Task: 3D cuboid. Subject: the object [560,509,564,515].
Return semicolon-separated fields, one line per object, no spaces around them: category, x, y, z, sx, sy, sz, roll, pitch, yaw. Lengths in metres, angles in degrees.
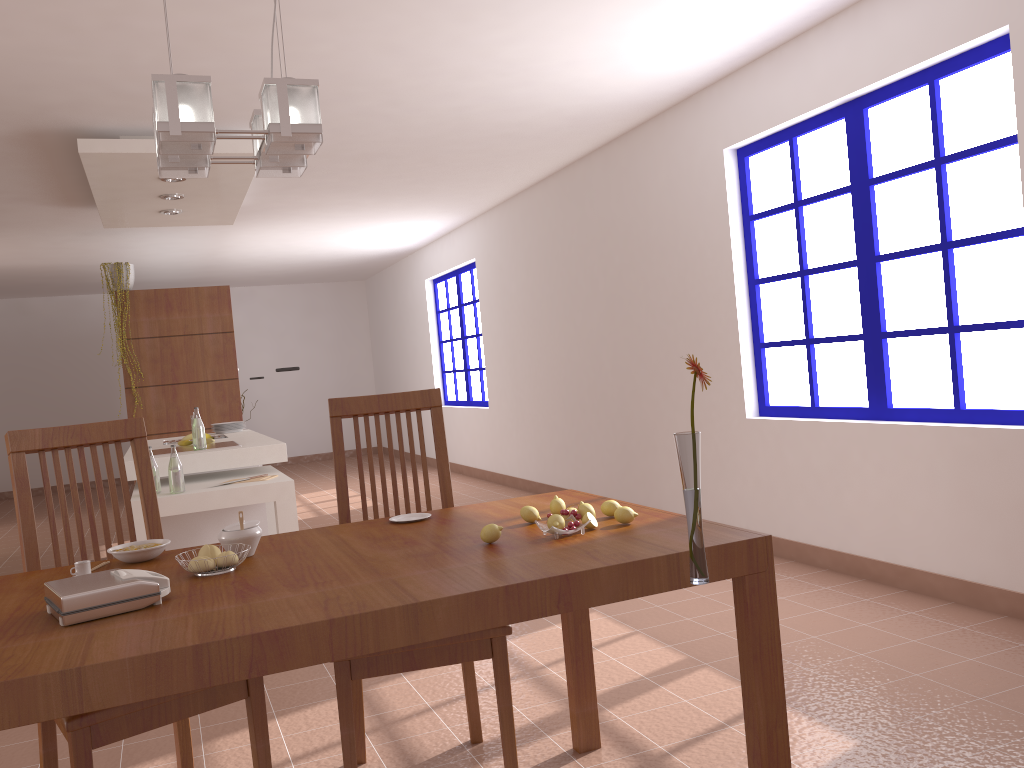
object;0.115;0.289;1.994;0.014;0.014;0.013;-4;2;36

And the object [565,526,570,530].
object;0.118;0.310;1.892;0.014;0.013;0.014;-5;1;3

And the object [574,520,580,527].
object;0.139;0.300;1.907;0.014;0.014;0.012;-5;1;-9

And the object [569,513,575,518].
object;0.134;0.293;1.976;0.012;0.014;0.014;-6;2;-41

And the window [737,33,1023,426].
window;1.591;-0.549;3.957;0.035;1.430;1.699;-6;1;-22

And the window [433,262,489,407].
window;-0.500;-0.479;9.258;0.035;1.430;1.699;-6;1;-22

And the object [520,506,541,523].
object;0.042;0.305;2.072;0.042;0.041;0.041;-4;2;43

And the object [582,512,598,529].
object;0.169;0.297;1.934;0.033;0.036;0.039;-5;1;16

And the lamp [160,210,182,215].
lamp;-2.328;-1.192;6.054;0.143;0.059;0.143;-5;1;7

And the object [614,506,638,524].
object;0.249;0.289;1.955;0.043;0.038;0.043;-6;2;-32

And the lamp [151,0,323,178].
lamp;-0.604;-0.914;1.805;0.304;0.919;0.304;-6;1;-22

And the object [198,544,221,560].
object;-0.642;0.364;1.888;0.048;0.044;0.055;-6;2;-42

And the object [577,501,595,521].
object;0.167;0.288;1.990;0.039;0.049;0.039;-6;1;-14

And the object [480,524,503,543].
object;-0.045;0.317;1.882;0.041;0.041;0.042;-6;2;-36

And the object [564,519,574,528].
object;0.120;0.306;1.916;0.040;0.023;0.049;-5;1;24

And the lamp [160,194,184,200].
lamp;-2.144;-1.198;5.590;0.143;0.059;0.143;-5;1;7

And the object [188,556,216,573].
object;-0.639;0.371;1.828;0.061;0.032;0.048;-4;2;38

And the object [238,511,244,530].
object;-0.595;0.316;1.953;0.010;0.075;0.015;-6;1;-22

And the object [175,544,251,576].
object;-0.621;0.370;1.850;0.151;0.041;0.151;-5;1;28

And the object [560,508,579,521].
object;0.133;0.299;2.007;0.041;0.039;0.044;-4;2;32

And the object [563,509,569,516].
object;0.121;0.287;1.980;0.014;0.014;0.012;-5;1;0

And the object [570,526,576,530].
object;0.130;0.310;1.889;0.013;0.014;0.014;-5;1;8

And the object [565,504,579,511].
object;0.135;0.280;1.997;0.034;0.011;0.037;-5;1;29

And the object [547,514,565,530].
object;0.094;0.296;1.885;0.042;0.038;0.043;-4;2;45

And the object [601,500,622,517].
object;0.230;0.288;2.057;0.043;0.038;0.043;-6;2;-32

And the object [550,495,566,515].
object;0.110;0.294;2.134;0.038;0.053;0.039;-5;1;13

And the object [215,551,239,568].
object;-0.598;0.366;1.857;0.048;0.033;0.060;-6;1;-22

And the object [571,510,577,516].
object;0.138;0.286;1.971;0.012;0.014;0.014;-6;2;-41

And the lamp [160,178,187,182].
lamp;-1.957;-1.204;5.120;0.143;0.059;0.143;-6;2;-38

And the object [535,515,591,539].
object;0.109;0.306;1.894;0.092;0.032;0.091;-6;1;-22

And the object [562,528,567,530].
object;0.112;0.311;1.873;0.014;0.013;0.014;-6;1;-16
